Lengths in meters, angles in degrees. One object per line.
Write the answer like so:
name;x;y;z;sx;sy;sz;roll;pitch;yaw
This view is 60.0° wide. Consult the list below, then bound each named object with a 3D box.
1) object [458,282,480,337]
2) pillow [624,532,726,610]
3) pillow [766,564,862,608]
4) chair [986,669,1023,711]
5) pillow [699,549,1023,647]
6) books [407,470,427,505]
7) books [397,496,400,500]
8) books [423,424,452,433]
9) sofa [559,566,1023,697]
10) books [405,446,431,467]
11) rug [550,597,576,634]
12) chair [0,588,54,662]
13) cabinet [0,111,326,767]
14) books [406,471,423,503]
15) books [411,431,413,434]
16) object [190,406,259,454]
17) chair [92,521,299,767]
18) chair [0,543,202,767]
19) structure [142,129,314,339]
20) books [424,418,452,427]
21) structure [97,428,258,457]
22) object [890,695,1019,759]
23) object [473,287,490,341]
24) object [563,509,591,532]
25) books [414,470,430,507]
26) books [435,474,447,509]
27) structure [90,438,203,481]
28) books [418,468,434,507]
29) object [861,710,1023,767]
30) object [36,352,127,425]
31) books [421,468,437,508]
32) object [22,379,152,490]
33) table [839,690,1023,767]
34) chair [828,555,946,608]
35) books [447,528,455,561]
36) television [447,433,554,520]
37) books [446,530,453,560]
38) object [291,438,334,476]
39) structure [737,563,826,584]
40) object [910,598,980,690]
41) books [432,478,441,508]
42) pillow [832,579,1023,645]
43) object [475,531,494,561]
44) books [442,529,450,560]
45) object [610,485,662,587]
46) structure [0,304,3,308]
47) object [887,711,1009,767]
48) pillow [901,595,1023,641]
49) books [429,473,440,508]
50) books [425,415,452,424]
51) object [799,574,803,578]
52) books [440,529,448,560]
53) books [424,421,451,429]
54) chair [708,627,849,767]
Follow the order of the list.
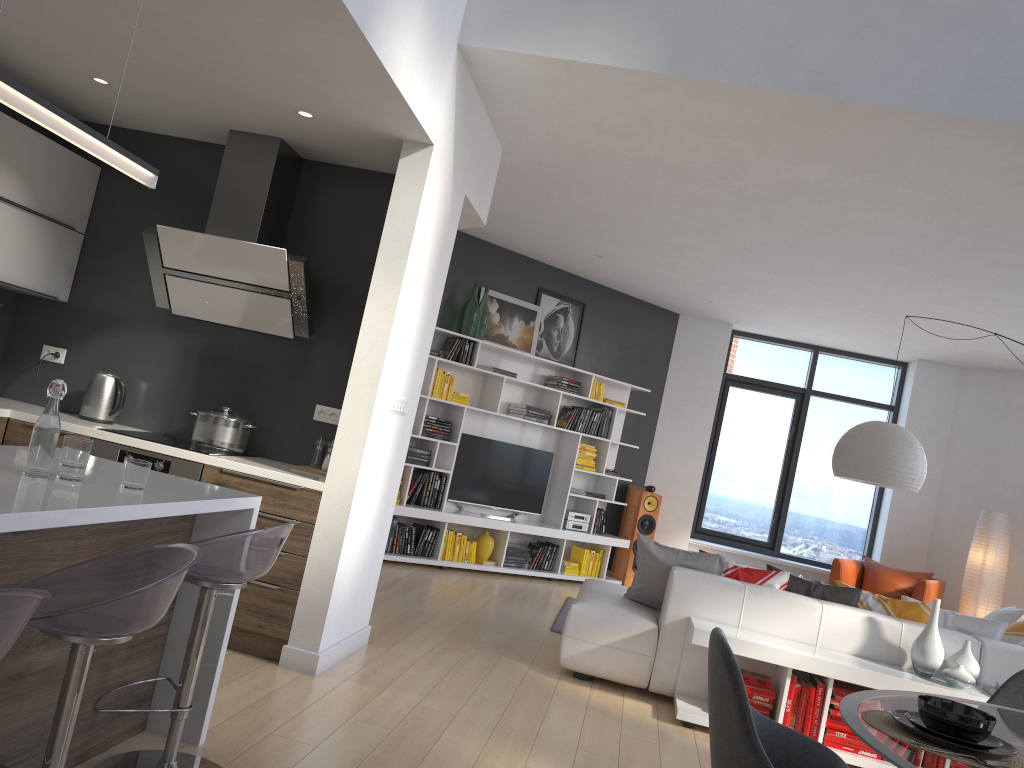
object;-0.369;-0.670;8.009;0.157;0.507;0.157;14;-4;-22
pillow;2.119;1.414;5.475;2.953;0.453;0.647;13;-4;-3
pillow;2.481;1.471;5.088;2.120;0.436;0.608;12;-4;5
chair;1.532;1.278;2.387;0.655;0.891;0.619;11;-4;16
pillow;2.158;1.431;5.130;2.250;0.449;0.575;12;-4;7
books;-0.873;0.911;7.816;0.100;0.289;0.210;15;-5;-37
books;-1.132;0.950;7.650;0.269;0.025;0.213;15;-4;-33
books;-0.704;0.384;7.889;0.284;0.030;0.214;14;-4;-27
sofa;2.136;1.729;5.936;3.424;0.732;2.614;12;-4;9
books;-0.924;0.616;7.784;0.343;0.137;0.277;15;-5;-36
rug;1.494;2.011;6.755;2.326;0.016;1.662;12;-4;9
chair;-1.146;0.693;1.559;0.434;0.787;0.475;10;-4;27
cabinet;-2.042;-0.313;2.556;2.402;2.501;4.694;12;-4;9
books;-0.924;0.902;7.800;0.142;0.284;0.232;15;-5;-36
books;-1.011;0.385;7.660;0.209;0.030;0.266;16;-5;-42
object;-1.514;0.230;4.640;0.288;0.223;0.315;15;-5;-40
chair;-0.958;0.782;2.690;0.434;0.838;0.475;12;-4;7
chair;-1.050;0.749;2.099;0.434;0.787;0.475;14;-4;-28
structure;-1.426;-0.813;4.688;0.898;0.998;0.407;12;-4;9
books;-0.704;0.334;7.913;0.284;0.030;0.214;14;-4;-27
structure;-1.688;0.302;4.529;0.600;0.006;0.550;12;-4;9
object;0.981;0.755;1.969;0.258;0.074;0.258;13;-4;-10
object;-0.280;-0.641;8.146;0.157;0.507;0.157;14;-4;-22
object;0.586;1.359;8.881;0.285;0.174;0.270;15;-5;-36
books;-0.822;0.921;7.856;0.028;0.301;0.213;15;-5;-36
books;-0.692;0.957;7.956;0.051;0.297;0.230;15;-5;-36
structure;-1.767;0.632;4.462;0.587;0.588;0.584;12;-4;9
books;-0.798;0.920;7.879;0.034;0.314;0.237;15;-5;-36
object;0.965;0.791;1.969;0.360;0.002;0.360;13;-4;-16
object;-2.346;0.018;4.825;0.590;0.318;0.179;11;-4;16
books;-0.773;0.921;7.901;0.026;0.326;0.237;15;-5;-36
object;-1.171;0.147;2.507;0.323;0.267;0.148;14;-4;-26
table;1.375;1.261;1.786;1.499;0.764;1.499;12;-4;-2
chair;3.605;2.155;8.559;0.896;0.858;0.843;9;-5;41
books;-0.588;1.425;7.933;0.038;0.267;0.202;15;-5;-35
television;-0.102;0.906;8.420;1.102;0.704;0.207;15;-5;-36
books;-0.613;1.421;7.916;0.066;0.258;0.198;15;-5;-36
object;-0.918;0.315;4.598;0.330;0.316;0.221;12;-4;9
structure;2.829;2.255;9.505;1.474;0.460;0.110;12;-4;9
object;2.220;1.312;4.517;0.316;0.398;0.319;10;-4;33
books;-0.725;0.959;7.931;0.028;0.272;0.200;15;-5;-36
pillow;2.749;1.579;5.582;2.095;0.440;0.630;15;-4;-34
object;-0.259;1.486;8.172;0.185;0.257;0.185;10;-4;32
books;-0.637;1.408;7.890;0.048;0.271;0.213;15;-5;-36
object;1.283;1.586;9.350;0.290;1.088;0.434;14;-4;-21
structure;-3.052;-0.578;3.437;0.050;0.045;3.000;12;-4;9
object;0.966;0.783;1.962;0.206;0.015;0.309;11;-4;14
pillow;2.980;1.625;5.798;0.580;0.456;2.156;10;-5;35
books;-0.751;0.933;7.918;0.034;0.315;0.239;15;-5;-36
books;-0.681;0.309;7.894;0.246;0.026;0.180;14;-4;-28
object;2.063;1.544;6.685;0.330;0.265;0.330;10;-4;33
books;-0.655;1.402;7.851;0.029;0.270;0.204;15;-5;-36
books;-0.702;0.359;7.893;0.264;0.020;0.189;15;-4;-32
chair;0.664;1.060;1.961;0.619;0.891;0.655;12;-4;11
